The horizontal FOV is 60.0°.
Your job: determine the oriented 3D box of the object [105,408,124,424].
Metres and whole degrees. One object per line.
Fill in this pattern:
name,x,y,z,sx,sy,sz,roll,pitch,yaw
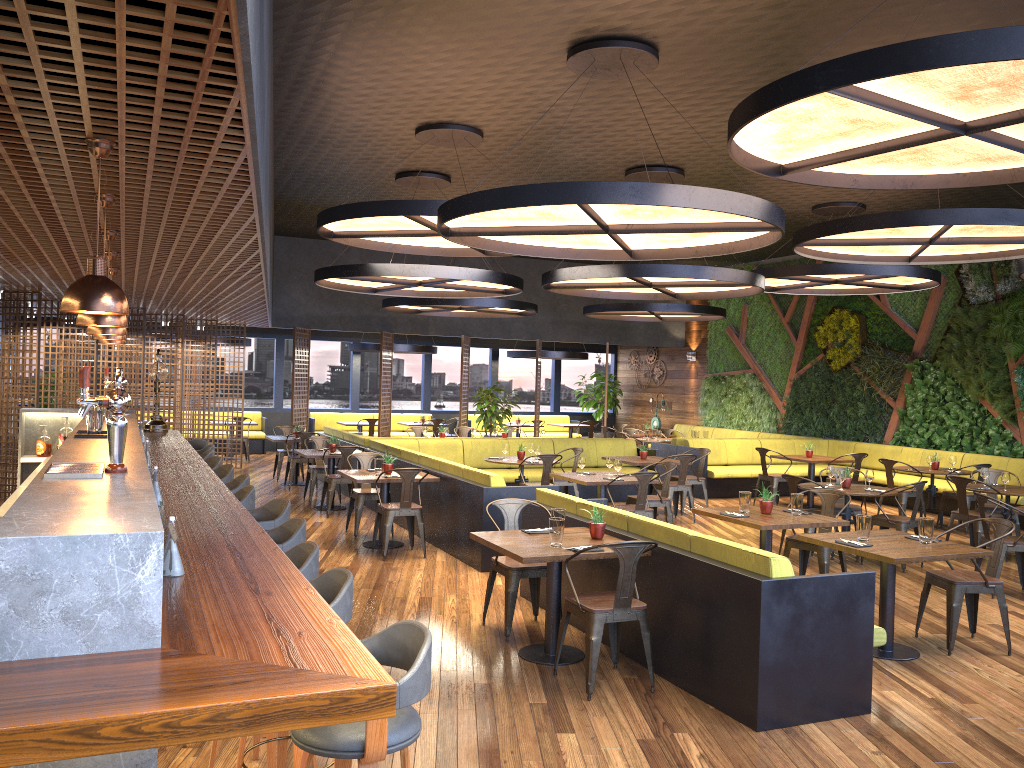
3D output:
object,-2.392,0.215,5.337,0.105,0.209,0.105,2,0,11

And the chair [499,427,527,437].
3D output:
chair,0.024,1.277,16.582,0.504,0.917,0.541,2,0,-23

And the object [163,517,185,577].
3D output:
object,-1.182,0.566,3.094,0.114,0.203,0.069,2,0,24

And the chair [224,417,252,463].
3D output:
chair,-5.497,1.105,17.767,0.504,0.917,0.541,2,0,-23

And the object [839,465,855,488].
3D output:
object,3.587,0.980,9.542,0.260,0.271,0.238,2,0,15

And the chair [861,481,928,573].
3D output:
chair,3.983,1.433,9.176,0.504,0.917,0.541,1,0,-42

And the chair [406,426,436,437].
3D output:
chair,-1.631,1.231,15.857,0.504,0.917,0.541,2,0,-23

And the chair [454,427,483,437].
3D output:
chair,-0.801,1.254,16.220,0.504,0.917,0.541,2,0,-23

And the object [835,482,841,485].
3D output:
object,3.680,1.111,9.869,0.157,0.019,0.255,2,0,19

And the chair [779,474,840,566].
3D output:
chair,3.118,1.406,9.335,0.541,0.917,0.504,2,0,-23

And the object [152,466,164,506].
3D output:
object,-1.889,0.536,4.680,0.114,0.203,0.069,2,0,27

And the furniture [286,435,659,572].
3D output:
furniture,0.119,1.303,12.715,4.895,0.914,7.462,2,0,-29

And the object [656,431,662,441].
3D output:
object,2.743,0.966,16.563,0.102,0.178,0.102,2,0,12

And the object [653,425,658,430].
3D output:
object,3.019,0.963,18.640,0.102,0.178,0.102,2,0,12

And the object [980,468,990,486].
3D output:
object,5.438,1.068,10.201,0.097,0.206,0.097,2,0,-8

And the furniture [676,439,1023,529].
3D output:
furniture,5.204,1.452,13.477,3.372,0.914,4.503,2,0,-24

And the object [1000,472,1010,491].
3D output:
object,5.423,1.070,9.747,0.097,0.206,0.097,2,0,-34

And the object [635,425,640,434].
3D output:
object,2.634,0.952,18.666,0.102,0.178,0.102,1,0,-38

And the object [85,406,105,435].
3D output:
object,-2.495,0.212,5.305,0.105,0.209,0.105,2,0,11

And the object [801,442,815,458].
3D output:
object,4.547,0.988,13.588,0.260,0.271,0.238,2,0,15

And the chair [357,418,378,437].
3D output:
chair,-3.040,1.173,18.843,0.504,0.917,0.541,2,0,-23

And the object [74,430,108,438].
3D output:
object,-2.514,0.306,5.422,0.273,0.019,0.437,2,0,-24

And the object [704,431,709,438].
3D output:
object,3.741,0.993,17.094,0.102,0.178,0.102,1,0,-38

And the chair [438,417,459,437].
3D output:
chair,-1.450,1.214,20.290,0.541,0.917,0.504,2,0,-23

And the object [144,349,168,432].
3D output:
object,-4.057,0.073,10.151,0.263,0.944,0.566,2,0,-31

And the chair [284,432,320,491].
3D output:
chair,-3.300,1.190,13.938,0.504,0.917,0.541,2,0,-23

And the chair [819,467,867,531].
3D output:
chair,3.744,1.422,10.056,0.504,0.917,0.541,2,0,16

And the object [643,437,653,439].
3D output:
object,2.595,1.039,17.005,0.157,0.019,0.255,2,0,-24

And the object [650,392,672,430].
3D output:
object,3.565,1.012,21.430,0.459,1.615,0.848,2,0,-24

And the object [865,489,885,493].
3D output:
object,3.811,1.117,9.311,0.255,0.019,0.157,2,0,45

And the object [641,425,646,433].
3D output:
object,2.790,0.955,18.819,0.102,0.178,0.102,2,0,12

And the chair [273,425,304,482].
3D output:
chair,-3.791,1.170,15.062,0.504,0.917,0.541,2,0,-23

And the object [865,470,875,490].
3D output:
object,3.824,1.023,9.485,0.097,0.206,0.097,2,0,18

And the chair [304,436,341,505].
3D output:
chair,-2.694,1.215,12.608,0.504,0.917,0.541,2,0,-23

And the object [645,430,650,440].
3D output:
object,2.542,0.959,16.682,0.102,0.178,0.102,1,0,-38

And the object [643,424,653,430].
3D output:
object,2.842,0.912,18.629,0.238,0.271,0.260,2,0,-2

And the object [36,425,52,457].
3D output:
object,-4.502,0.547,8.539,0.133,0.301,0.133,2,0,-18

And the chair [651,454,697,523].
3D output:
chair,2.150,1.365,11.753,0.504,0.917,0.541,2,0,-23

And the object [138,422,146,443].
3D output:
object,-3.600,0.465,8.585,0.114,0.203,0.069,2,0,11

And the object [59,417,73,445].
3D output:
object,-4.311,0.510,8.582,0.133,0.385,0.133,2,0,16

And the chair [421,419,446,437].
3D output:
chair,-1.731,1.210,19.417,0.504,0.917,0.541,2,0,-23

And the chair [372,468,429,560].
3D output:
chair,-1.128,1.281,8.989,0.504,0.917,0.541,2,0,-23

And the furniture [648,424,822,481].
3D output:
furniture,3.349,1.374,17.724,3.378,0.916,4.755,2,0,-24

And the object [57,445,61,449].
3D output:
object,-4.286,0.643,8.441,0.088,0.123,0.088,2,0,-18

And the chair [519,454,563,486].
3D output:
chair,0.346,1.314,11.179,0.504,0.917,0.541,2,0,-23

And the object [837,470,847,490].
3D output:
object,3.483,1.013,9.367,0.097,0.206,0.097,2,0,38

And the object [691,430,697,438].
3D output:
object,3.544,0.986,17.285,0.102,0.178,0.102,1,0,-38

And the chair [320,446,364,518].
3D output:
chair,-2.195,1.236,11.467,0.504,0.917,0.541,2,0,-23

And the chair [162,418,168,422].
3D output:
chair,-6.806,1.069,17.194,0.504,0.917,0.541,2,0,-23

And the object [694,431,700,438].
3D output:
object,3.521,0.987,16.904,0.102,0.178,0.102,2,0,12

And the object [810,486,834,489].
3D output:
object,3.321,1.102,9.438,0.255,0.019,0.157,2,0,-25

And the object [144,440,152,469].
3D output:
object,-2.629,0.505,6.382,0.069,0.203,0.114,2,0,-34

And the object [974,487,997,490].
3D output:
object,5.261,1.158,9.818,0.255,0.019,0.157,2,0,-25

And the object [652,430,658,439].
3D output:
object,2.726,0.963,16.927,0.102,0.178,0.102,1,0,-38

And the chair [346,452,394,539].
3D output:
chair,-1.626,1.260,10.130,0.504,0.917,0.541,2,0,-23

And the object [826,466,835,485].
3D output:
object,3.521,1.012,9.804,0.097,0.206,0.097,2,0,-17

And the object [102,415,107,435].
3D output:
object,-2.484,0.212,5.428,0.105,0.209,0.105,2,0,11
